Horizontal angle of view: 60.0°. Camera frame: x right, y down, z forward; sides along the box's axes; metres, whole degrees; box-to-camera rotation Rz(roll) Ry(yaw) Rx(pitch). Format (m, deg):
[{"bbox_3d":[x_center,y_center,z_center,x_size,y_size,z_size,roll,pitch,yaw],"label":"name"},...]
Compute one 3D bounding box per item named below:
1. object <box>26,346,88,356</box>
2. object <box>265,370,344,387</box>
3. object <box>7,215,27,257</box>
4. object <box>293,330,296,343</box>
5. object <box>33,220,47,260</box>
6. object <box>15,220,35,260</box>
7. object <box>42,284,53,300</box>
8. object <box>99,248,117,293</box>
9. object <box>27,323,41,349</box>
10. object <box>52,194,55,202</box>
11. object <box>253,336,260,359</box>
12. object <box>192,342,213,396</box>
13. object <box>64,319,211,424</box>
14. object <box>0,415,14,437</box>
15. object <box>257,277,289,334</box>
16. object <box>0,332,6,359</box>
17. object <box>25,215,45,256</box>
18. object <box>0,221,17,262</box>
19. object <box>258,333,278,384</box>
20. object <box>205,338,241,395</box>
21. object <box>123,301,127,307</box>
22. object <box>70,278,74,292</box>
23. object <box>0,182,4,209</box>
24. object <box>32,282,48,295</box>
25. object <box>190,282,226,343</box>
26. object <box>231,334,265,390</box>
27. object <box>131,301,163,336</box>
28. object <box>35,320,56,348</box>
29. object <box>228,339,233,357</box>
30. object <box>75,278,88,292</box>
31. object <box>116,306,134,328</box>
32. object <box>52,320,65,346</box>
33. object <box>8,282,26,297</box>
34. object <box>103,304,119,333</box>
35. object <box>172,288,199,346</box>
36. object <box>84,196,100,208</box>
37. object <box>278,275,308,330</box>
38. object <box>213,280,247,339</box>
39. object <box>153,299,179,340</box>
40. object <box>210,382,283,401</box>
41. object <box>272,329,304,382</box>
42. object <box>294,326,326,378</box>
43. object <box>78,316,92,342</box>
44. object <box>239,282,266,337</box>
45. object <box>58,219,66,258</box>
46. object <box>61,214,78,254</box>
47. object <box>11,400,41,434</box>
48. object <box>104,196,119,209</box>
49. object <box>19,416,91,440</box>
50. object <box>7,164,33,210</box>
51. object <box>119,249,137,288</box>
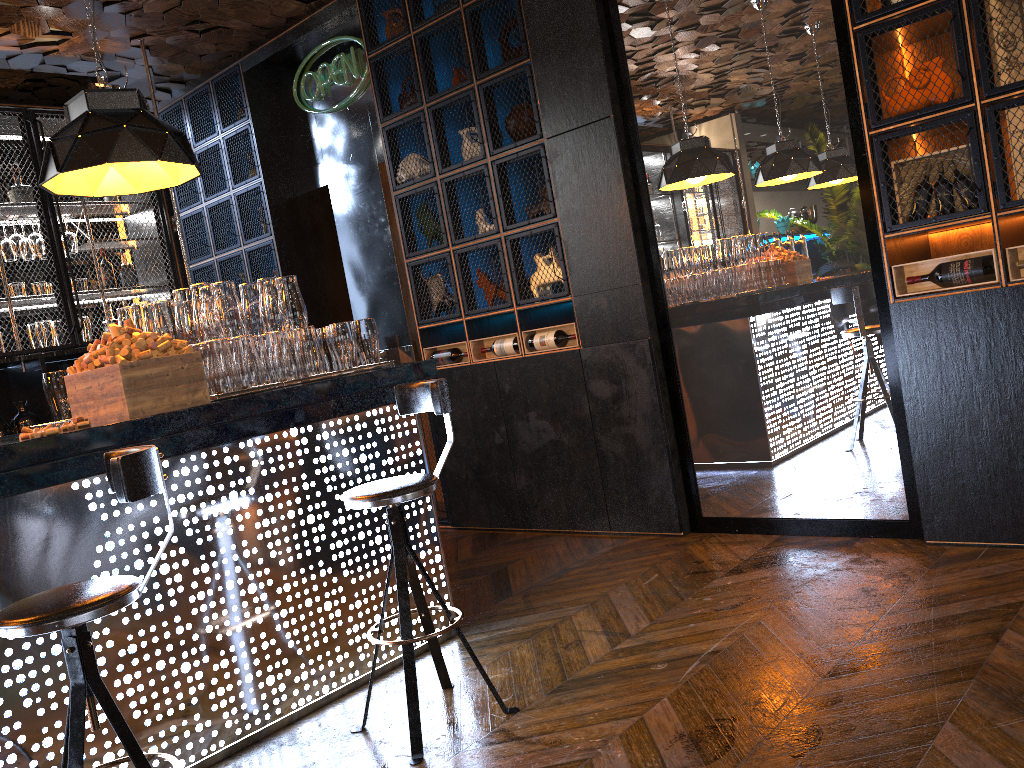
[{"bbox_3d":[-2.841,-0.211,5.658,0.273,0.019,0.437,-7,5,42],"label":"object"},{"bbox_3d":[-0.903,-0.005,3.530,0.437,0.019,0.273,-7,5,42],"label":"object"},{"bbox_3d":[-3.054,-0.911,5.462,0.092,0.244,0.092,-7,5,37],"label":"object"},{"bbox_3d":[-0.869,-0.112,3.558,0.105,0.209,0.105,-12,4,-23],"label":"object"},{"bbox_3d":[-3.038,-0.932,5.727,0.092,0.244,0.092,-7,5,37],"label":"object"},{"bbox_3d":[-3.103,-0.915,5.654,0.092,0.244,0.092,-7,5,37],"label":"object"},{"bbox_3d":[-3.014,-0.594,5.727,0.089,0.092,0.089,-9,4,18],"label":"object"},{"bbox_3d":[-2.722,-0.765,5.947,0.086,0.299,0.086,-10,4,1],"label":"object"},{"bbox_3d":[-2.997,-0.277,5.615,0.105,0.209,0.105,-8,4,27],"label":"object"},{"bbox_3d":[-3.002,-1.272,5.701,0.083,0.282,0.083,-8,4,27],"label":"object"},{"bbox_3d":[-1.023,-0.084,3.552,0.105,0.209,0.105,-12,4,-23],"label":"object"},{"bbox_3d":[-1.114,-0.048,3.258,0.105,0.209,0.105,-12,4,-23],"label":"object"},{"bbox_3d":[-1.298,-0.059,3.069,0.464,0.332,0.340,-6,5,45],"label":"object"},{"bbox_3d":[-3.083,0.223,5.292,0.170,0.313,0.170,-7,5,37],"label":"object"},{"bbox_3d":[-0.926,-0.305,3.427,0.105,0.209,0.105,-12,4,-23],"label":"object"},{"bbox_3d":[-3.159,-0.281,5.406,0.086,0.299,0.086,-10,4,1],"label":"object"},{"bbox_3d":[-2.982,-0.930,5.543,0.092,0.244,0.092,-7,5,37],"label":"object"},{"bbox_3d":[-3.175,-0.897,5.573,0.092,0.244,0.092,-7,5,37],"label":"object"},{"bbox_3d":[-0.935,-0.094,3.472,0.105,0.209,0.105,-12,4,-23],"label":"object"},{"bbox_3d":[-1.037,-0.056,3.171,0.105,0.209,0.105,-12,4,-23],"label":"object"},{"bbox_3d":[-2.610,-0.419,6.040,0.086,0.298,0.086,-10,4,1],"label":"object"},{"bbox_3d":[-2.839,-0.622,5.664,0.089,0.092,0.089,-8,4,27],"label":"object"},{"bbox_3d":[-3.207,-1.220,5.470,0.083,0.282,0.083,-7,5,42],"label":"object"},{"bbox_3d":[-2.978,-0.593,5.600,0.089,0.092,0.089,-7,5,43],"label":"object"},{"bbox_3d":[-1.105,-0.259,3.213,0.105,0.209,0.105,-12,4,-23],"label":"object"},{"bbox_3d":[-0.974,-0.073,3.262,0.105,0.209,0.105,-12,4,-23],"label":"object"},{"bbox_3d":[-1.442,-0.218,3.505,0.105,0.209,0.105,-12,4,-23],"label":"object"},{"bbox_3d":[-2.908,-0.288,5.542,0.105,0.209,0.105,-8,4,27],"label":"object"},{"bbox_3d":[-1.048,-0.066,3.343,0.105,0.209,0.105,-12,4,-23],"label":"object"},{"bbox_3d":[-2.807,-0.634,5.768,0.089,0.092,0.089,-8,4,27],"label":"object"},{"bbox_3d":[-1.534,-0.206,3.576,0.105,0.209,0.105,-12,4,-23],"label":"object"},{"bbox_3d":[-2.875,-0.303,5.673,0.105,0.209,0.105,-8,4,27],"label":"object"},{"bbox_3d":[-3.036,-0.572,5.449,0.089,0.092,0.089,-8,4,27],"label":"object"},{"bbox_3d":[-2.680,-0.393,5.939,0.083,0.282,0.083,-8,4,27],"label":"object"},{"bbox_3d":[-1.197,-0.248,3.285,0.105,0.209,0.105,-12,4,-23],"label":"object"},{"bbox_3d":[-2.817,-1.318,5.909,0.083,0.282,0.083,-13,4,-32],"label":"object"},{"bbox_3d":[-0.870,-0.320,3.498,0.105,0.209,0.105,-12,4,-23],"label":"object"},{"bbox_3d":[-1.049,-0.274,3.283,0.105,0.209,0.105,-12,4,-23],"label":"object"},{"bbox_3d":[-1.386,-0.233,3.575,0.105,0.209,0.105,-12,4,-23],"label":"object"},{"bbox_3d":[-1.082,0.041,3.316,0.437,0.019,0.273,-7,5,42],"label":"object"},{"bbox_3d":[-0.859,-0.102,3.386,0.105,0.209,0.105,-12,4,-23],"label":"object"},{"bbox_3d":[-0.796,-0.120,3.477,0.105,0.209,0.105,-12,4,-23],"label":"object"},{"bbox_3d":[-2.760,-0.326,5.713,0.105,0.209,0.105,-8,4,27],"label":"object"},{"bbox_3d":[-1.018,-0.294,3.499,0.105,0.209,0.105,-12,4,-23],"label":"object"},{"bbox_3d":[-2.970,-0.949,5.804,0.092,0.244,0.092,-7,5,37],"label":"object"},{"bbox_3d":[-2.849,-0.963,5.693,0.092,0.244,0.092,-7,5,37],"label":"object"},{"bbox_3d":[-2.943,0.227,5.360,0.158,0.248,0.158,-7,5,37],"label":"object"},{"bbox_3d":[-2.747,-1.347,6.030,0.086,0.298,0.086,-10,4,6],"label":"object"},{"bbox_3d":[-1.430,0.140,2.755,0.198,0.045,0.377,-11,4,-9],"label":"object"},{"bbox_3d":[-3.106,-1.243,5.586,0.123,0.279,0.123,-14,5,-44],"label":"object"},{"bbox_3d":[-2.629,-0.779,6.045,0.083,0.282,0.083,-13,5,-37],"label":"object"}]
